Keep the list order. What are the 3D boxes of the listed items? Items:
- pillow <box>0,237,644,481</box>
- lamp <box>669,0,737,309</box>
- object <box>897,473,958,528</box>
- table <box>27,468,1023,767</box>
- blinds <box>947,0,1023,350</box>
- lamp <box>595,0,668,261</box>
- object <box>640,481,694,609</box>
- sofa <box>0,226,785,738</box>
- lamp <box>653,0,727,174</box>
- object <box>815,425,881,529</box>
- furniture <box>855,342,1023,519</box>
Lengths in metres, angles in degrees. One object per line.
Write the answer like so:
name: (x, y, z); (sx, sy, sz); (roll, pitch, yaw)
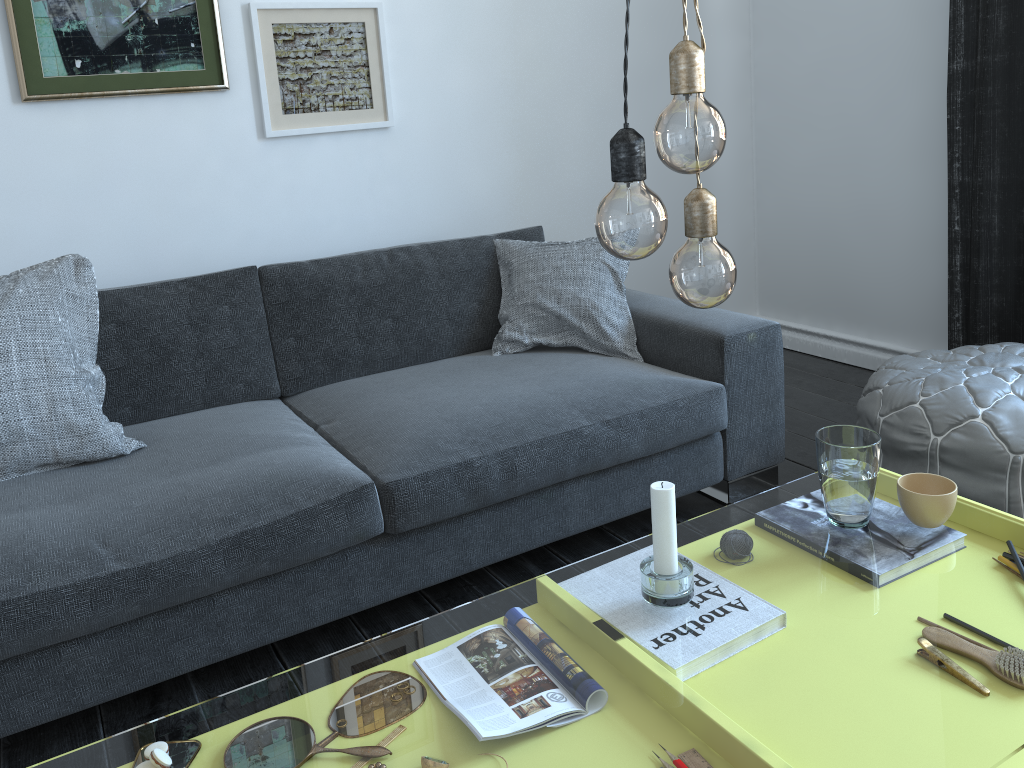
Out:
pillow: (-0.540, -0.182, 2.339); (2.071, 0.481, 0.487); (-12, 16, -24)
lamp: (0.161, -0.799, 0.841); (0.074, 1.463, 0.091); (-5, 11, -5)
object: (0.657, 0.189, 1.396); (0.087, 0.065, 0.089); (-5, 15, -1)
table: (0.208, 0.548, 1.110); (1.415, 0.390, 0.610); (-14, 18, -28)
blinds: (1.567, -1.290, 2.431); (0.113, 2.906, 0.815); (-11, 13, -29)
lamp: (0.076, -0.844, 0.768); (0.086, 1.463, 0.076); (0, 12, 22)
object: (0.215, 0.218, 1.233); (0.074, 0.169, 0.076); (-3, 12, 6)
sofa: (-0.526, 0.083, 2.260); (2.397, 0.706, 1.102); (-13, 18, -28)
lamp: (0.131, -0.934, 0.775); (0.074, 1.463, 0.076); (-1, 12, 18)
object: (0.539, 0.152, 1.413); (0.097, 0.143, 0.100); (1, 14, 21)
furniture: (1.268, 0.110, 2.314); (0.686, 0.373, 0.691); (-13, 18, -28)
